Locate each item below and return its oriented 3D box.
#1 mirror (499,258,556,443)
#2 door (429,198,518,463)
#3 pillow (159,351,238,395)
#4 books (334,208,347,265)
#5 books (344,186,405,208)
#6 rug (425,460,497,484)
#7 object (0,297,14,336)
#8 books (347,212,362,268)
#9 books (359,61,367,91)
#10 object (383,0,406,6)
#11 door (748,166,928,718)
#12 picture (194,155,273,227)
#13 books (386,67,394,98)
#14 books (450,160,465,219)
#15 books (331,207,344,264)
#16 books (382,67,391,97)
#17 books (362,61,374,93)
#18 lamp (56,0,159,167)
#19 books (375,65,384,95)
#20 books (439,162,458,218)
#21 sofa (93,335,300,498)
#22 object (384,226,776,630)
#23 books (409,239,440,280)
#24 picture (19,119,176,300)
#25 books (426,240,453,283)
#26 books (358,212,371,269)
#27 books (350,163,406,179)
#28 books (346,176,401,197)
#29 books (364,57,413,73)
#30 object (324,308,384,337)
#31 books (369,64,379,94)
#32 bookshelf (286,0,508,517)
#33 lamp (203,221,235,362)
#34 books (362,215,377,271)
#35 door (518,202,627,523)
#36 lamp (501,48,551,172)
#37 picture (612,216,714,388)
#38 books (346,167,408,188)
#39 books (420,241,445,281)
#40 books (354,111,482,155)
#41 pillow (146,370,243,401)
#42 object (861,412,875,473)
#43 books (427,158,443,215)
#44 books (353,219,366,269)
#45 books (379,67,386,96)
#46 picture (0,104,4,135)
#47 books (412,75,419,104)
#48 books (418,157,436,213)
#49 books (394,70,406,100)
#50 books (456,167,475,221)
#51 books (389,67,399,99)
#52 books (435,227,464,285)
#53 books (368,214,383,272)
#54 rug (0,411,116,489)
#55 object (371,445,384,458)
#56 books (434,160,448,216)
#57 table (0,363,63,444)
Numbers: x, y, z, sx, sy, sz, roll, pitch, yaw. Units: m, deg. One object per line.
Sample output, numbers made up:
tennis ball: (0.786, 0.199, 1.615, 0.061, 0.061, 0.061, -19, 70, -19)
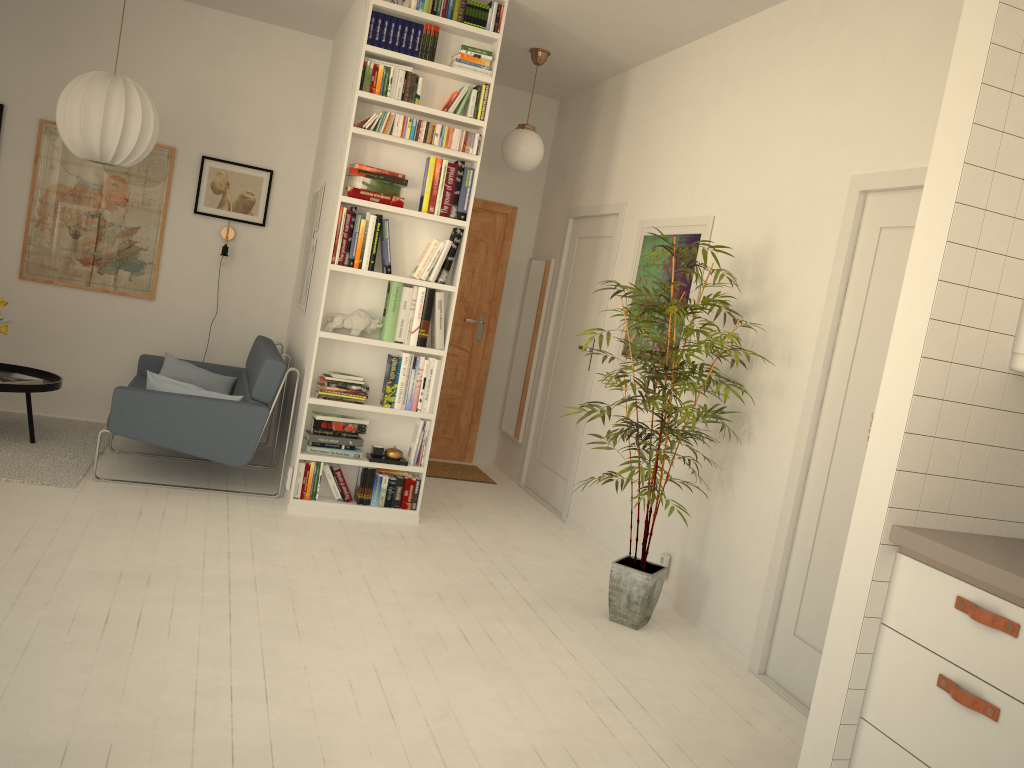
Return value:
mirror: (0.106, -0.271, 6.706, 0.029, 1.369, 0.500, 9, 5, -19)
door: (-0.584, -0.441, 6.832, 0.930, 2.031, 0.160, 9, 5, -19)
pillow: (-2.135, -0.050, 6.008, 0.539, 0.277, 0.157, 9, 5, -18)
books: (-0.926, -0.785, 4.726, 0.015, 0.300, 0.207, 9, 5, -19)
books: (-0.744, -0.992, 4.744, 0.300, 0.056, 0.202, 8, 6, -19)
rug: (-0.632, 0.617, 6.495, 0.941, 0.002, 0.553, 8, 6, -19)
object: (-3.047, -0.286, 5.044, 0.291, 0.471, 0.361, 12, 5, 19)
books: (-0.853, -0.768, 4.742, 0.030, 0.289, 0.200, 9, 5, -19)
books: (-0.801, -1.597, 4.660, 0.019, 0.156, 0.205, 9, 5, -19)
object: (-0.609, -2.016, 4.587, 0.131, 0.131, 0.131, 8, 5, -23)
door: (1.354, 0.256, 3.127, 0.166, 2.032, 0.956, 9, 5, -19)
picture: (-1.946, -1.345, 6.207, 0.481, 0.402, 0.015, 9, 5, -19)
books: (-0.660, -1.573, 4.681, 0.012, 0.155, 0.209, 9, 5, -19)
books: (-0.320, -1.061, 4.876, 0.039, 0.317, 0.161, 9, 5, -19)
books: (-0.944, -0.789, 4.725, 0.021, 0.301, 0.222, 9, 5, -19)
books: (-0.681, -1.579, 4.690, 0.024, 0.155, 0.188, 9, 5, -19)
books: (-0.767, -1.591, 4.646, 0.034, 0.162, 0.197, 9, 5, -19)
lamp: (-2.251, -1.873, 5.059, 0.536, 1.228, 0.536, 12, 5, 15)
books: (-0.712, -1.580, 4.663, 0.023, 0.152, 0.199, 9, 5, -19)
books: (-0.366, -1.055, 4.862, 0.059, 0.291, 0.182, 9, 5, -19)
sofa: (-1.898, 0.093, 5.436, 0.963, 0.772, 1.604, 9, 5, -19)
object: (0.286, 0.116, 4.306, 0.778, 1.710, 2.090, 6, 6, -38)
books: (-0.480, -0.683, 4.854, 0.115, 0.232, 0.133, 9, 5, -19)
picture: (-2.782, -1.156, 5.964, 0.838, 1.052, 0.012, 9, 5, -19)
books: (-0.414, -0.680, 4.908, 0.092, 0.244, 0.197, 9, 5, -19)
books: (-0.809, -0.767, 4.767, 0.020, 0.304, 0.193, 9, 5, -19)
books: (-0.731, -1.131, 4.742, 0.266, 0.026, 0.203, 7, 6, -29)
books: (-0.738, -1.051, 4.746, 0.128, 0.064, 0.268, 15, 7, 41)
books: (-0.654, -1.666, 4.684, 0.255, 0.022, 0.189, 9, 5, -9)
object: (-0.847, -0.336, 4.773, 0.311, 0.150, 0.137, 9, 5, -11)
books: (-0.740, -1.582, 4.659, 0.030, 0.149, 0.202, 9, 5, -19)
bookshelf: (-0.642, -0.707, 4.833, 0.710, 2.899, 0.249, 9, 5, -19)
lamp: (-2.214, -0.458, 6.181, 0.360, 1.415, 0.112, 9, 5, -19)
books: (-0.781, -0.757, 4.763, 0.032, 0.290, 0.189, 9, 5, -19)
door: (0.426, -0.178, 5.977, 0.166, 2.032, 0.956, 9, 5, -19)
lamp: (0.111, -1.735, 5.651, 0.275, 0.767, 0.275, 8, 5, -25)
picture: (0.799, -0.467, 4.835, 0.012, 0.876, 0.823, 9, 5, -19)
books: (-0.731, -1.102, 4.755, 0.314, 0.035, 0.205, 8, 6, -19)
books: (-0.449, -0.676, 4.873, 0.105, 0.225, 0.138, 9, 5, -19)
books: (-0.525, -1.347, 4.775, 0.664, 0.110, 0.278, 8, 6, -19)
pillow: (-1.746, 0.122, 4.803, 0.533, 0.353, 0.141, 8, 5, -19)
object: (1.179, 0.124, 2.441, 0.439, 0.612, 0.093, 9, 5, -20)
books: (-0.440, -1.072, 4.848, 0.039, 0.301, 0.199, 9, 5, -19)
books: (-0.828, -0.747, 4.746, 0.024, 0.260, 0.199, 9, 5, -19)
books: (-0.700, -1.579, 4.683, 0.013, 0.149, 0.209, 9, 5, -19)
picture: (-3.734, -1.297, 5.630, 0.778, 1.133, 0.018, 9, 5, -19)
books: (-0.531, -1.555, 4.730, 0.016, 0.158, 0.146, 9, 5, -19)
books: (-0.475, -1.081, 4.842, 0.032, 0.300, 0.200, 9, 5, -19)
books: (-0.613, -1.566, 4.707, 0.035, 0.158, 0.200, 9, 5, -19)
books: (-0.278, -1.040, 4.891, 0.054, 0.289, 0.179, 9, 5, -19)
books: (-0.645, -1.574, 4.703, 0.028, 0.159, 0.223, 9, 5, -19)
books: (-0.356, -0.709, 4.915, 0.092, 0.318, 0.179, 9, 5, -19)
books: (-0.746, -0.758, 4.766, 0.033, 0.306, 0.151, 9, 5, -19)
rug: (-3.048, 0.309, 5.052, 1.304, 0.012, 1.662, 9, 5, -17)
object: (-0.744, 0.373, 4.909, 0.058, 0.055, 0.058, 9, 5, -19)
books: (-0.408, -1.066, 4.853, 0.029, 0.301, 0.185, 9, 5, -19)
table: (-3.021, 0.116, 5.078, 0.761, 0.385, 0.761, 10, 5, -3)
